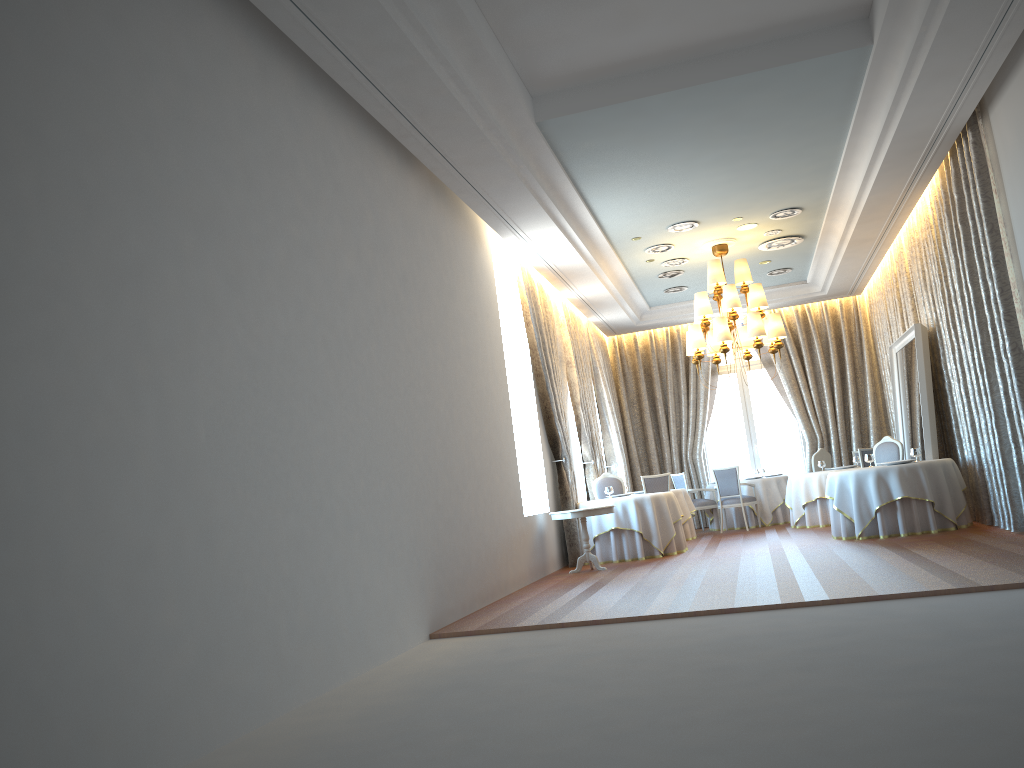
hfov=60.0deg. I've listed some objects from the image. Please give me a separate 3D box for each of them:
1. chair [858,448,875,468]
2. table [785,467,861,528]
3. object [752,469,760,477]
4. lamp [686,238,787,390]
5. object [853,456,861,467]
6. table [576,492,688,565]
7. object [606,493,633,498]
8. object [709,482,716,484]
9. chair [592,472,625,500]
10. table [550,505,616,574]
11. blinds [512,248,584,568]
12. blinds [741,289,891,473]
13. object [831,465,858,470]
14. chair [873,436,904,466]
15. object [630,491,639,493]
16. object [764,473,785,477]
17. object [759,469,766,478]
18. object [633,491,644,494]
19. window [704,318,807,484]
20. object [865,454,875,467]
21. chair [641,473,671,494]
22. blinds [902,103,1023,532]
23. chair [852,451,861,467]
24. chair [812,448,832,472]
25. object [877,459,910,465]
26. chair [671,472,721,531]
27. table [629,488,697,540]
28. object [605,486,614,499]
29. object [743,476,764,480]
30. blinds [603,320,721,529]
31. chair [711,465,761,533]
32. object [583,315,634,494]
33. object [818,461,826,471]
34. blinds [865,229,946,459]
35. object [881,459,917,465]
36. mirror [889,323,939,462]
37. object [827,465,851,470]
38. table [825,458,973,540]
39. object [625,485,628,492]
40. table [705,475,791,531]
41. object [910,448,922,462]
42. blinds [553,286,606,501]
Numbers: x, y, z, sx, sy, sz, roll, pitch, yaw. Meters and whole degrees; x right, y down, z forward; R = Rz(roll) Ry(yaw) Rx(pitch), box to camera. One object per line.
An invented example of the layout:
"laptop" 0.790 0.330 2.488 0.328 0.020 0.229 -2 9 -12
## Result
"chair" 5.295 1.519 13.259 0.650 1.108 0.629 -5 -8 -16
"table" 5.270 1.818 14.240 1.663 0.890 1.667 -11 -9 28
"object" 4.474 1.649 16.253 0.128 0.165 0.128 -9 -8 14
"lamp" 3.164 -1.026 12.858 1.373 2.121 1.373 -1 -10 -38
"object" 5.492 1.237 14.109 0.128 0.165 0.128 -9 -8 14
"table" 1.595 2.036 12.479 1.663 0.890 1.667 -7 -8 3
"object" 1.578 1.630 12.950 0.419 0.036 0.419 -9 -8 13
"object" 3.839 1.809 16.375 0.419 0.036 0.419 -9 -8 13
"chair" 1.585 1.929 13.336 0.563 1.233 0.690 -6 -8 -11
"table" 0.930 1.958 11.046 0.761 0.801 0.760 -1 -9 -36
"blinds" 0.614 0.147 12.578 0.315 4.930 2.204 -9 -8 14
"blinds" 5.922 0.096 17.078 2.476 4.901 0.386 -9 -8 14
"object" 5.229 1.308 13.905 0.419 0.036 0.419 -9 -8 13
"chair" 5.003 1.345 12.118 0.690 1.233 0.563 -3 -8 -26
"object" 2.208 1.898 15.538 0.419 0.036 0.419 -9 -8 13
"object" 4.817 1.681 16.319 0.419 0.036 0.419 -9 -8 13
"object" 4.698 1.672 16.633 0.128 0.165 0.128 -9 -8 14
"object" 2.168 1.780 14.614 0.419 0.036 0.419 -9 -8 13
"window" 4.690 0.312 17.819 1.881 3.306 0.196 -9 -8 14
"object" 4.666 0.998 11.559 0.128 0.165 0.128 1 -11 -45
"chair" 2.241 1.987 13.947 0.650 1.108 0.629 -6 -8 -11
"blinds" 5.318 -0.718 10.562 0.238 4.819 4.439 -9 -8 14
"chair" 6.120 1.685 15.262 0.650 1.108 0.629 -12 -9 34
"chair" 5.290 1.782 15.653 0.563 1.233 0.690 -2 -9 -35
"object" 4.997 1.034 11.642 0.419 0.036 0.419 -9 -8 13
"chair" 3.348 2.148 16.173 0.629 1.108 0.650 -4 -8 -21
"table" 2.283 2.290 15.014 1.667 0.890 1.663 -8 -8 8
"object" 1.393 1.552 12.683 0.128 0.165 0.128 -7 -8 -4
"object" 4.348 1.689 15.947 0.419 0.036 0.419 -9 -8 13
"blinds" 3.168 0.529 17.780 2.535 4.901 0.386 -9 -8 14
"chair" 3.836 1.971 15.295 0.650 1.108 0.629 -11 -9 29
"object" 1.902 0.630 17.018 0.386 4.901 2.121 -9 -8 14
"object" 5.108 1.351 14.606 0.128 0.165 0.128 -9 -8 14
"blinds" 6.447 -0.296 14.764 0.238 4.819 4.439 -9 -8 14
"object" 4.723 0.957 10.817 0.419 0.036 0.419 -9 -8 13
"mirror" 5.705 0.582 12.584 0.385 2.564 2.251 -9 -8 14
"object" 5.404 1.392 14.702 0.419 0.036 0.419 -9 -8 13
"table" 4.841 1.465 11.201 1.663 0.890 1.667 -7 -8 3
"object" 1.950 1.841 15.363 0.128 0.165 0.128 -9 -8 14
"table" 4.406 2.205 16.334 1.667 0.890 1.663 -12 -9 33
"object" 5.008 0.880 10.992 0.128 0.165 0.128 -9 -8 14
"blinds" 1.272 0.382 14.936 0.335 4.969 2.257 -9 -8 14
